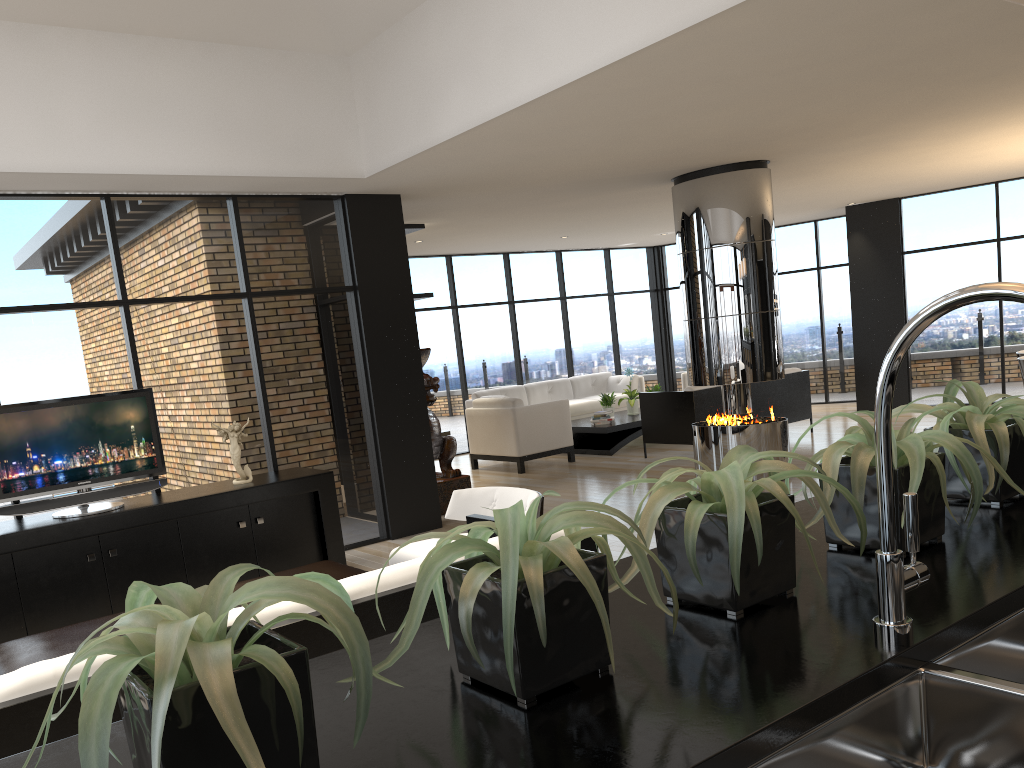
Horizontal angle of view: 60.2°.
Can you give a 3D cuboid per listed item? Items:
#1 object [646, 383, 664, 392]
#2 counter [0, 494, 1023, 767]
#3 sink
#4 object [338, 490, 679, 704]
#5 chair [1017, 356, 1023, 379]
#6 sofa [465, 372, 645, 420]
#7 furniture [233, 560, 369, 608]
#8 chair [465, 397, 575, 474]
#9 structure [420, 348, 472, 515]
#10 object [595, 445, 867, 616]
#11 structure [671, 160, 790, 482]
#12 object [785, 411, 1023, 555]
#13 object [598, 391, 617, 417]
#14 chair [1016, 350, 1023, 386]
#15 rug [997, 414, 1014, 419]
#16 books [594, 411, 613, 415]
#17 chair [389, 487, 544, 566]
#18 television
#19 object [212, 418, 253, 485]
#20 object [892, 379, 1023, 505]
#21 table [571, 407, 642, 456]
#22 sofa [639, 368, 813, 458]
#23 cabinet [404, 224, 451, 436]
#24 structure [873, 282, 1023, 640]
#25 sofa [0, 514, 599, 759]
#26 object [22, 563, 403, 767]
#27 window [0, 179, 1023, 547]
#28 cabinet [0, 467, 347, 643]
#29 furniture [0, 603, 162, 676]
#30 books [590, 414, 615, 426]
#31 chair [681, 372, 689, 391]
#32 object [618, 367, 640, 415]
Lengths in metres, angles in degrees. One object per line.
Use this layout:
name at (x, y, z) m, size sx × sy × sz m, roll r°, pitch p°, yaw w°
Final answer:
object at (1.911, 0.169, 11.807) m, size 0.285 × 0.374 × 0.212 m, roll -3°, pitch 8°, yaw 32°
counter at (0.454, 0.335, 1.080) m, size 3.088 × 0.032 × 1.178 m, roll -9°, pitch 3°, yaw -36°
sink at (0.642, 0.418, 0.926) m, size 0.914 × 0.161 × 0.460 m, roll -9°, pitch 4°, yaw -36°
object at (-0.025, 0.251, 1.100) m, size 0.405 × 0.242 × 0.395 m, roll -7°, pitch 4°, yaw -11°
chair at (4.979, 0.136, 8.057) m, size 0.617 × 0.815 × 0.634 m, roll -4°, pitch 7°, yaw 24°
sofa at (0.697, 0.372, 12.701) m, size 2.672 × 0.865 × 0.853 m, roll -9°, pitch 6°, yaw -36°
furniture at (-1.023, 1.174, 4.218) m, size 0.820 × 0.488 × 0.826 m, roll -10°, pitch 5°, yaw -36°
chair at (0.094, 0.549, 10.497) m, size 0.847 × 0.865 × 1.000 m, roll -10°, pitch 6°, yaw -36°
structure at (-0.858, 0.397, 8.227) m, size 0.512 × 1.612 × 0.729 m, roll -12°, pitch 9°, yaw -36°
object at (0.276, 0.217, 1.321) m, size 0.405 × 0.219 × 0.395 m, roll -7°, pitch 4°, yaw -11°
structure at (1.964, -0.494, 7.903) m, size 0.892 × 2.773 × 0.579 m, roll 0°, pitch 10°, yaw 41°
object at (0.635, 0.153, 1.551) m, size 0.396 × 0.242 × 0.403 m, roll -7°, pitch 4°, yaw -11°
object at (1.230, 0.271, 11.328) m, size 0.285 × 0.374 × 0.212 m, roll -5°, pitch 7°, yaw 17°
chair at (5.393, 0.053, 8.800) m, size 0.616 × 0.815 × 0.635 m, roll -1°, pitch 8°, yaw 41°
rug at (5.714, 0.443, 8.327) m, size 2.723 × 0.011 × 3.679 m, roll -5°, pitch 3°, yaw 31°
books at (1.122, 0.351, 10.845) m, size 0.185 × 0.027 × 0.153 m, roll -4°, pitch 4°, yaw 45°
chair at (-0.181, 0.953, 4.796) m, size 0.678 × 0.682 × 0.804 m, roll -10°, pitch 6°, yaw -36°
television at (-2.654, 0.435, 5.418) m, size 0.929 × 0.719 × 0.405 m, roll -8°, pitch 7°, yaw -17°
object at (-1.851, 0.447, 5.951) m, size 0.254 × 0.464 × 0.105 m, roll -11°, pitch 9°, yaw -35°
object at (0.976, 0.103, 1.769) m, size 0.405 × 0.242 × 0.395 m, roll -7°, pitch 4°, yaw -11°
table at (1.565, 0.585, 11.561) m, size 2.015 × 0.355 × 1.263 m, roll -9°, pitch 4°, yaw -36°
sofa at (2.502, 0.312, 10.253) m, size 2.015 × 0.812 × 0.837 m, roll -9°, pitch 6°, yaw -36°
cabinet at (-1.954, -0.138, 9.776) m, size 1.175 × 2.771 × 2.657 m, roll -12°, pitch 7°, yaw -35°
structure at (0.638, 0.399, 0.855) m, size 2.753 × 1.030 × 0.654 m, roll -9°, pitch 7°, yaw -36°
sofa at (-0.703, 1.032, 3.068) m, size 2.015 × 0.812 × 0.837 m, roll -9°, pitch 6°, yaw -36°
object at (-0.298, 0.306, 0.831) m, size 0.396 × 0.219 × 0.403 m, roll -7°, pitch 4°, yaw -11°
window at (0.420, -1.295, 6.528) m, size 10.139 × 4.836 × 15.719 m, roll -3°, pitch 5°, yaw 41°
cabinet at (-2.582, 1.158, 5.503) m, size 3.014 × 0.749 × 0.620 m, roll -9°, pitch 6°, yaw -36°
furniture at (-1.701, 1.276, 3.725) m, size 0.820 × 0.488 × 0.826 m, roll -10°, pitch 5°, yaw -36°
books at (1.114, 0.429, 10.860) m, size 0.308 × 0.128 × 0.221 m, roll -6°, pitch 4°, yaw 3°
chair at (3.086, 0.101, 12.667) m, size 0.847 × 0.865 × 1.000 m, roll -10°, pitch 6°, yaw -36°
object at (1.572, 0.087, 11.530) m, size 0.354 × 0.638 × 0.367 m, roll -9°, pitch 7°, yaw -17°
